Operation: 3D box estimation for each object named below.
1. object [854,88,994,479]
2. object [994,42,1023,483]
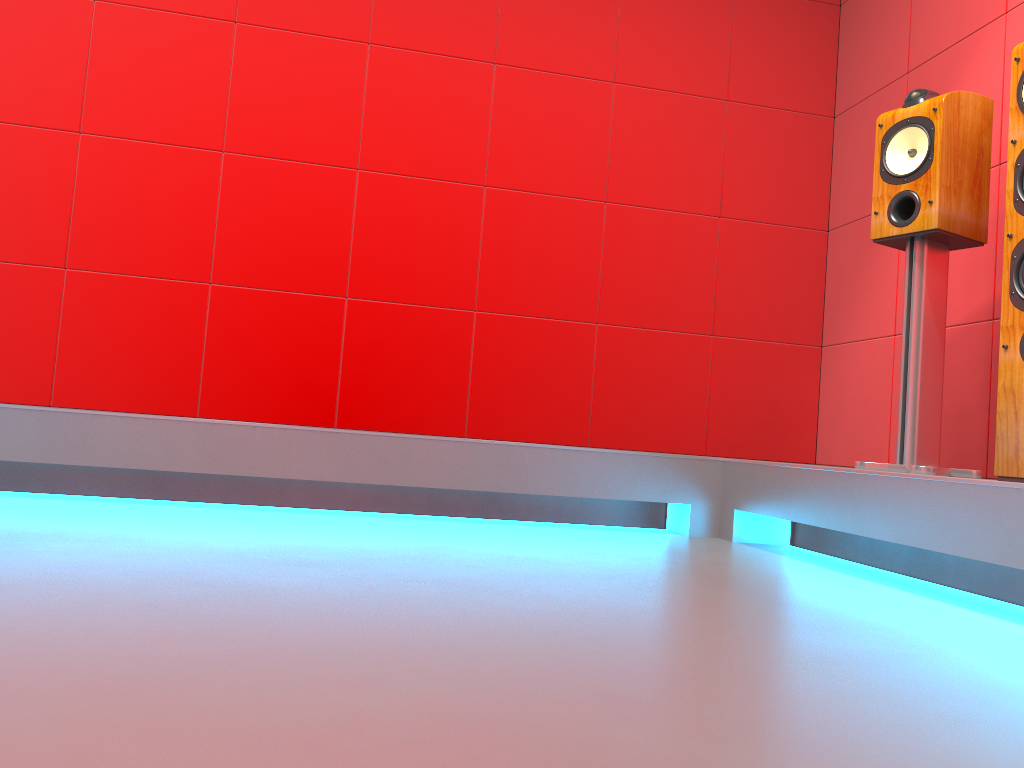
[{"bbox_3d":[1.145,-0.280,2.451,0.265,1.058,0.231,6,-4,-31],"label":"object"},{"bbox_3d":[1.248,-0.301,1.945,0.238,1.052,0.203,6,-4,-21],"label":"object"}]
